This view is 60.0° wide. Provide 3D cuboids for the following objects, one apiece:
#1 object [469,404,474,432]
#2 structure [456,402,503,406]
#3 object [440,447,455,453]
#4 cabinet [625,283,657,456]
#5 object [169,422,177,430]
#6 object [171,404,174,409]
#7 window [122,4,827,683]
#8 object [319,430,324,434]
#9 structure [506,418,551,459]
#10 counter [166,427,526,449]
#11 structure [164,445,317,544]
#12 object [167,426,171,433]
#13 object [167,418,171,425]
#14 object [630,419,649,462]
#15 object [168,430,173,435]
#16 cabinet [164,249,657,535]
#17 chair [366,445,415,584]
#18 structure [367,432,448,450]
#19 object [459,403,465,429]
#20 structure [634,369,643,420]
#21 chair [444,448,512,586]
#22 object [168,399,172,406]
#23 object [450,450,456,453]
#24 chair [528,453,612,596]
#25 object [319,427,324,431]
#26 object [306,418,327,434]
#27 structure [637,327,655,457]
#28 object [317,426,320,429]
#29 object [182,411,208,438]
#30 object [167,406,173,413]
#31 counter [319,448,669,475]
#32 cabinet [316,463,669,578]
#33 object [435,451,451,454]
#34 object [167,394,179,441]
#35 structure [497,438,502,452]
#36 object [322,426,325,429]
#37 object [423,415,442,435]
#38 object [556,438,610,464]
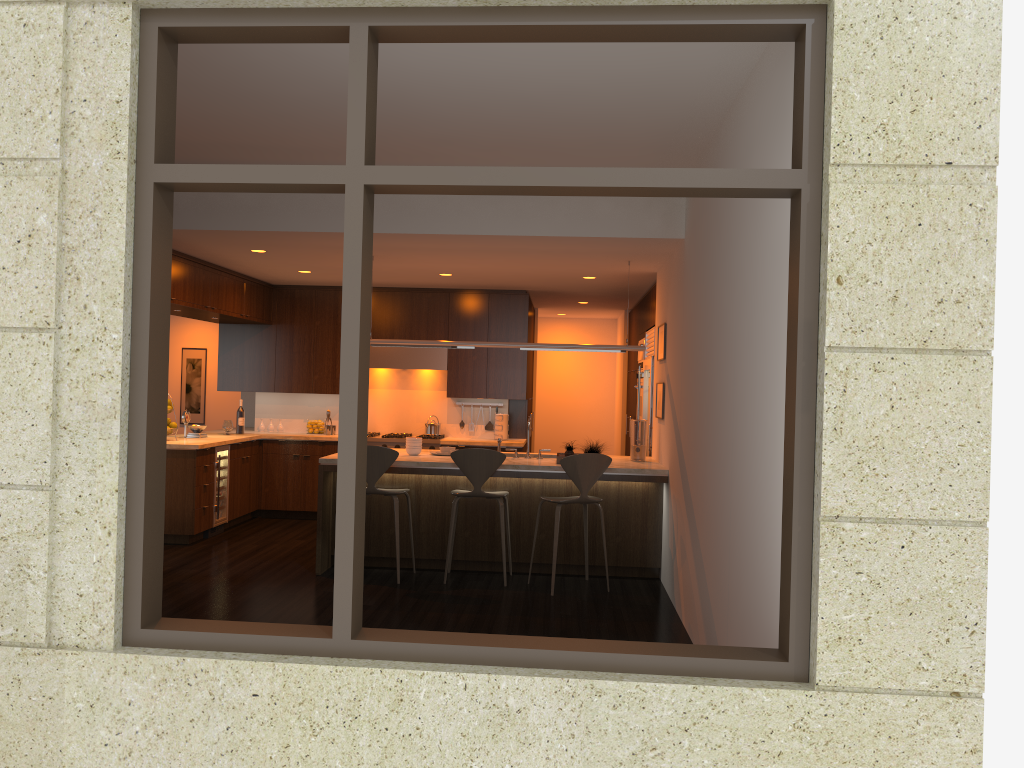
[{"bbox_3d":[-0.460,0.388,10.120,0.066,0.314,0.004,2,0,3],"label":"object"},{"bbox_3d":[-0.372,0.229,10.121,0.541,0.031,0.048,2,0,7],"label":"structure"},{"bbox_3d":[-0.554,0.573,7.606,0.139,0.059,0.138,2,0,29],"label":"object"},{"bbox_3d":[1.738,0.323,10.005,0.690,2.540,3.924,2,0,3],"label":"cabinet"},{"bbox_3d":[-3.196,0.394,8.363,0.078,0.074,0.077,2,0,19],"label":"object"},{"bbox_3d":[-3.254,0.212,8.444,0.070,0.074,0.071,2,0,25],"label":"object"},{"bbox_3d":[-0.155,-0.164,3.042,2.310,2.201,0.152,2,0,5],"label":"window"},{"bbox_3d":[-2.170,0.540,10.101,0.063,0.053,0.051,1,0,44],"label":"object"},{"bbox_3d":[0.163,0.458,7.514,0.310,0.341,0.321,1,0,41],"label":"structure"},{"bbox_3d":[-1.688,0.600,9.475,3.616,0.038,3.187,2,0,3],"label":"counter"},{"bbox_3d":[-1.690,1.065,9.537,3.400,0.862,3.060,2,0,3],"label":"structure"},{"bbox_3d":[-3.242,0.433,8.314,0.078,0.076,0.078,2,0,-9],"label":"object"},{"bbox_3d":[-3.242,0.351,8.354,0.062,0.063,0.060,2,0,11],"label":"object"},{"bbox_3d":[1.073,0.479,7.520,0.159,0.349,0.159,2,0,-23],"label":"object"},{"bbox_3d":[-3.252,0.445,8.395,0.078,0.075,0.078,2,0,-19],"label":"object"},{"bbox_3d":[-0.775,0.019,8.245,5.521,2.997,7.728,2,0,3],"label":"cabinet"},{"bbox_3d":[-1.051,0.985,6.910,0.520,1.047,0.506,2,0,8],"label":"chair"},{"bbox_3d":[-1.280,0.580,9.919,1.067,0.422,0.824,2,0,3],"label":"structure"},{"bbox_3d":[-0.567,0.369,10.123,0.061,0.296,0.020,2,0,2],"label":"object"},{"bbox_3d":[1.707,0.487,9.772,0.687,1.294,0.743,2,0,3],"label":"structure"},{"bbox_3d":[-0.258,1.007,6.906,0.520,1.047,0.506,2,0,3],"label":"chair"},{"bbox_3d":[-3.255,0.177,8.392,0.068,0.072,0.071,2,0,-41],"label":"object"},{"bbox_3d":[-0.447,0.581,7.379,0.139,0.059,0.138,2,0,29],"label":"object"},{"bbox_3d":[0.465,1.027,6.709,0.520,1.047,0.506,2,0,-22],"label":"chair"},{"bbox_3d":[-2.164,0.512,10.061,0.052,0.054,0.061,2,0,13],"label":"object"},{"bbox_3d":[-2.232,0.481,10.126,0.207,0.175,0.189,2,0,1],"label":"object"},{"bbox_3d":[1.632,0.523,8.914,0.687,2.129,0.915,2,0,3],"label":"structure"},{"bbox_3d":[-2.196,0.500,10.122,0.062,0.053,0.051,1,0,44],"label":"object"},{"bbox_3d":[-3.184,0.405,8.922,0.231,0.266,0.191,2,0,6],"label":"object"},{"bbox_3d":[-3.250,0.240,8.378,0.077,0.077,0.078,2,0,20],"label":"object"},{"bbox_3d":[-0.120,0.639,7.490,2.711,0.038,1.280,2,0,3],"label":"counter"},{"bbox_3d":[-0.133,1.096,7.488,2.713,0.876,1.281,2,0,3],"label":"cabinet"},{"bbox_3d":[-0.555,0.594,7.606,0.217,0.025,0.216,2,0,20],"label":"object"},{"bbox_3d":[-3.315,0.303,8.378,0.324,0.461,0.324,2,0,-38],"label":"object"},{"bbox_3d":[-0.109,0.540,7.496,0.050,0.161,0.067,2,0,3],"label":"structure"},{"bbox_3d":[-2.166,0.505,10.130,0.051,0.055,0.061,2,0,16],"label":"object"},{"bbox_3d":[-0.894,0.465,10.037,0.221,0.218,0.221,2,0,-12],"label":"object"},{"bbox_3d":[0.617,0.525,7.231,0.497,0.231,0.503,2,0,4],"label":"object"}]
